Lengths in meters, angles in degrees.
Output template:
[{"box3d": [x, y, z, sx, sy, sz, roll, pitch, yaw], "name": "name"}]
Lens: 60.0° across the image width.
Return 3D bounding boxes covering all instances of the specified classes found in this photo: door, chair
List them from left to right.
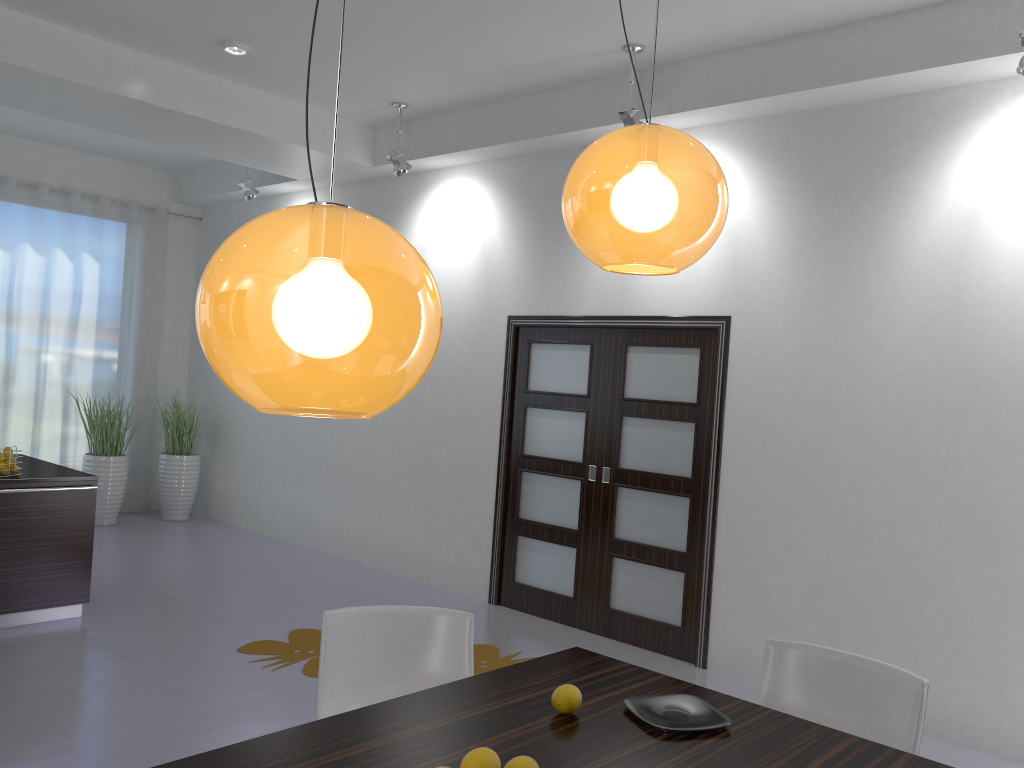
[{"box3d": [-0.357, 1.162, 2.763, 0.508, 0.805, 0.620, 4, 0, -13], "name": "chair"}, {"box3d": [0.620, 0.590, 5.822, 1.764, 2.061, 0.220, 4, 0, 42], "name": "door"}, {"box3d": [0.872, 1.247, 2.631, 0.508, 0.805, 0.620, 4, 0, 42], "name": "chair"}]

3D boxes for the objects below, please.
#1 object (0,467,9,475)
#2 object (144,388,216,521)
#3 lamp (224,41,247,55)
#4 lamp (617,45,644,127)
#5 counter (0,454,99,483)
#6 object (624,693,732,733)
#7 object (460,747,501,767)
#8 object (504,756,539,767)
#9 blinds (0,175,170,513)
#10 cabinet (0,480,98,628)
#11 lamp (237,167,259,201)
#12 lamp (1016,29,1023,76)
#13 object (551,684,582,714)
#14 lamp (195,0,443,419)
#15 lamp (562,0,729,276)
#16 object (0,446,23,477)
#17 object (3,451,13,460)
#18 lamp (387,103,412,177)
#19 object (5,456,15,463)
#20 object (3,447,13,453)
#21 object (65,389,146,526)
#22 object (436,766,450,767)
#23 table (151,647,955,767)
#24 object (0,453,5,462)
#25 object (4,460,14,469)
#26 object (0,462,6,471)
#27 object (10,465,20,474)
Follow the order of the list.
[{"box3d": [-2.916, 0.497, 5.084, 0.051, 0.053, 0.063, 4, 0, -40], "name": "object"}, {"box3d": [-3.336, 0.674, 8.739, 0.713, 1.334, 0.656, 4, 0, 27], "name": "object"}, {"box3d": [-1.666, -2.024, 5.347, 0.132, 0.035, 0.132, 4, 0, 15], "name": "lamp"}, {"box3d": [0.682, -1.623, 4.981, 0.150, 0.511, 0.185, 4, 0, 42], "name": "lamp"}, {"box3d": [-4.082, 0.654, 4.556, 1.302, 1.300, 3.291, 4, 0, 42], "name": "counter"}, {"box3d": [0.412, 0.828, 2.227, 0.232, 0.020, 0.232, 4, 0, -19], "name": "object"}, {"box3d": [-0.059, 0.725, 1.676, 0.083, 0.068, 0.070, 4, 0, -44], "name": "object"}, {"box3d": [0.018, 0.776, 1.758, 0.083, 0.068, 0.070, 4, 0, -44], "name": "object"}, {"box3d": [-4.557, -0.306, 8.077, 0.120, 3.112, 2.830, 4, 0, 42], "name": "blinds"}, {"box3d": [-4.091, 0.878, 4.548, 1.377, 0.852, 3.285, 4, 0, 42], "name": "cabinet"}, {"box3d": [-2.270, -1.833, 7.672, 0.150, 0.511, 0.185, 4, 0, 42], "name": "lamp"}, {"box3d": [2.158, -1.517, 3.635, 0.150, 0.511, 0.185, 4, 0, 42], "name": "lamp"}, {"box3d": [0.136, 0.783, 2.202, 0.083, 0.068, 0.070, 4, 0, -44], "name": "object"}, {"box3d": [-0.225, -0.939, 1.322, 0.359, 1.974, 0.358, 4, 0, -43], "name": "lamp"}, {"box3d": [0.334, -1.068, 1.929, 0.358, 1.645, 0.359, 4, 0, -37], "name": "lamp"}, {"box3d": [-2.972, 0.435, 5.115, 0.207, 0.174, 0.189, 4, 0, 7], "name": "object"}, {"box3d": [-2.908, 0.412, 5.117, 0.051, 0.053, 0.063, 4, 0, -35], "name": "object"}, {"box3d": [-0.794, -1.728, 6.326, 0.150, 0.511, 0.185, 4, 0, 42], "name": "lamp"}, {"box3d": [-2.924, 0.446, 5.169, 0.053, 0.054, 0.061, 4, 0, -2], "name": "object"}, {"box3d": [-2.940, 0.396, 5.175, 0.059, 0.060, 0.050, 4, 0, 42], "name": "object"}, {"box3d": [-3.756, 0.647, 8.229, 0.656, 1.334, 0.713, 4, 0, 43], "name": "object"}, {"box3d": [-0.124, 0.761, 1.660, 0.094, 0.080, 0.076, 4, 0, 44], "name": "object"}, {"box3d": [-0.097, 1.195, 1.639, 1.127, 0.783, 2.046, 4, 0, 42], "name": "table"}, {"box3d": [-2.928, 0.422, 5.062, 0.061, 0.052, 0.053, 4, 0, -35], "name": "object"}, {"box3d": [-2.907, 0.462, 5.113, 0.051, 0.055, 0.061, 4, 0, 22], "name": "object"}, {"box3d": [-2.912, 0.469, 5.044, 0.052, 0.054, 0.061, 4, 0, 19], "name": "object"}, {"box3d": [-2.902, 0.498, 5.170, 0.053, 0.052, 0.062, 4, 0, -8], "name": "object"}]
